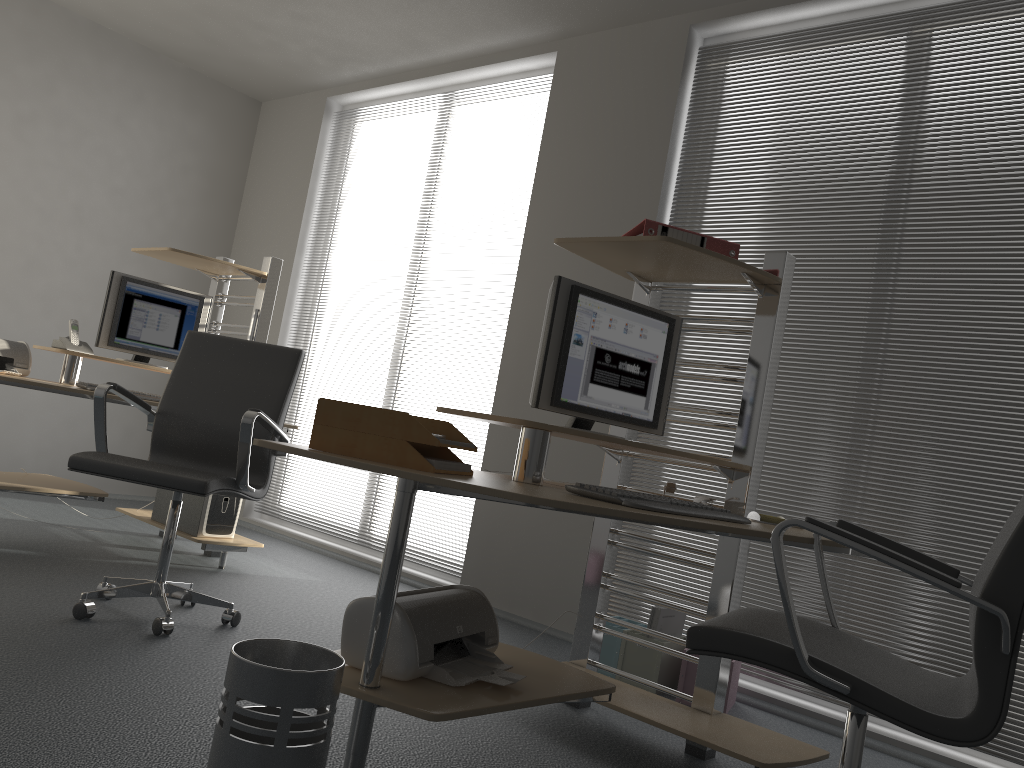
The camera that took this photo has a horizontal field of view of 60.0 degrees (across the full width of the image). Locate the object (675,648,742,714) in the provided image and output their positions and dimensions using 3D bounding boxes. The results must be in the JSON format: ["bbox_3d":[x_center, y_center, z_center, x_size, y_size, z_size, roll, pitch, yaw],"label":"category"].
[{"bbox_3d":[0.750,1.115,3.364,0.185,0.202,0.245,9,-4,23],"label":"object"}]

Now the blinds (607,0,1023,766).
[{"bbox_3d":[1.383,-0.169,3.493,1.950,2.770,0.022,7,-5,41],"label":"blinds"}]

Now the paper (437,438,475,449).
[{"bbox_3d":[-0.258,0.111,2.023,0.297,0.010,0.210,9,-4,20],"label":"paper"}]

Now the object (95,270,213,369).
[{"bbox_3d":[-1.817,-0.299,4.485,0.516,0.418,0.245,13,-5,-34],"label":"object"}]

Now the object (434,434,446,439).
[{"bbox_3d":[-0.162,0.118,1.988,0.008,0.009,0.159,10,-4,5],"label":"object"}]

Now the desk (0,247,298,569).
[{"bbox_3d":[-1.852,-0.011,4.073,0.967,1.566,1.469,7,-5,41],"label":"desk"}]

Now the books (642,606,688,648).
[{"bbox_3d":[0.588,1.022,3.486,0.068,0.306,0.220,7,-5,41],"label":"books"}]

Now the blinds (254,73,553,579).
[{"bbox_3d":[-0.719,-0.420,5.329,1.950,2.749,0.037,7,-5,41],"label":"blinds"}]

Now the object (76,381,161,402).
[{"bbox_3d":[-1.882,0.055,4.203,0.478,0.082,0.814,14,-5,-41],"label":"object"}]

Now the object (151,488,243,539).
[{"bbox_3d":[-1.536,0.510,4.387,0.471,0.422,0.199,7,-5,41],"label":"object"}]

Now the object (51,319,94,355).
[{"bbox_3d":[-2.059,-0.228,4.182,0.119,0.151,0.150,8,-5,27],"label":"object"}]

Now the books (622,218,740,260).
[{"bbox_3d":[0.500,-0.420,2.772,0.320,0.072,0.262,12,-4,-17],"label":"books"}]

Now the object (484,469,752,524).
[{"bbox_3d":[0.177,0.297,2.353,0.478,0.082,0.814,14,-5,-41],"label":"object"}]

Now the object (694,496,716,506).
[{"bbox_3d":[0.576,0.358,2.662,0.022,0.042,0.134,11,-4,-7],"label":"object"}]

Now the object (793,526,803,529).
[{"bbox_3d":[0.783,0.408,2.610,0.158,0.011,0.011,7,-5,38],"label":"object"}]

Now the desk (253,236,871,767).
[{"bbox_3d":[0.243,0.238,2.241,0.967,1.566,1.469,7,-5,41],"label":"desk"}]

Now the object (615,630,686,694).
[{"bbox_3d":[0.564,1.090,3.491,0.185,0.202,0.245,7,-5,41],"label":"object"}]

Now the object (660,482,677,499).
[{"bbox_3d":[0.475,0.328,2.656,0.054,0.064,0.159,10,-4,8],"label":"object"}]

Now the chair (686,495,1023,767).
[{"bbox_3d":[0.730,0.558,1.793,0.652,1.048,0.584,8,-5,27],"label":"chair"}]

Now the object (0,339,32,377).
[{"bbox_3d":[-2.320,-0.141,3.888,0.351,0.162,0.438,8,-5,33],"label":"object"}]

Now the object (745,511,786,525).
[{"bbox_3d":[0.733,0.386,2.546,0.132,0.026,0.132,7,-5,41],"label":"object"}]

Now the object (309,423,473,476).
[{"bbox_3d":[-0.266,0.150,2.021,0.309,0.060,0.225,9,-4,20],"label":"object"}]

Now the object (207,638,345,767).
[{"bbox_3d":[-0.444,0.682,1.619,0.208,0.377,0.208,11,-4,-5],"label":"object"}]

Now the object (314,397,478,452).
[{"bbox_3d":[-0.256,0.094,2.025,0.309,0.060,0.225,9,-4,20],"label":"object"}]

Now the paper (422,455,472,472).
[{"bbox_3d":[-0.268,0.162,2.019,0.297,0.019,0.210,9,-4,20],"label":"paper"}]

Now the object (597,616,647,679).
[{"bbox_3d":[0.425,1.074,3.613,0.185,0.202,0.245,7,-5,41],"label":"object"}]

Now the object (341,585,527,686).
[{"bbox_3d":[-0.135,0.584,2.075,0.351,0.162,0.438,8,-4,25],"label":"object"}]

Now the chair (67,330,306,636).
[{"bbox_3d":[-1.181,0.312,3.199,0.584,1.048,0.652,10,-4,7],"label":"chair"}]

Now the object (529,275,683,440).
[{"bbox_3d":[0.263,-0.051,2.669,0.516,0.418,0.245,12,-5,-27],"label":"object"}]
